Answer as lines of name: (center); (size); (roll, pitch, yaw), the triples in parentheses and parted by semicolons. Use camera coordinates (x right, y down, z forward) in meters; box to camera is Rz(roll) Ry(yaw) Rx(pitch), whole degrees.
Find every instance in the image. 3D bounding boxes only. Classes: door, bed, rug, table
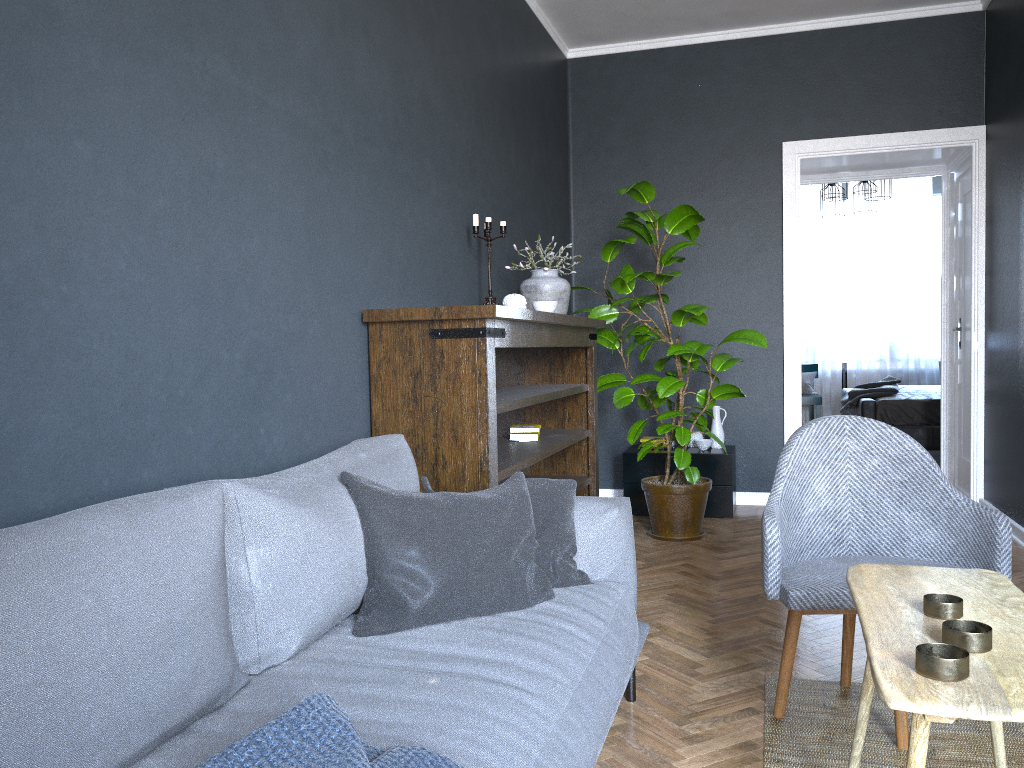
door: (2.988, -0.355, 5.732); (0.162, 2.189, 0.856); (0, 3, 16)
bed: (4.126, 0.055, 7.789); (2.375, 1.163, 2.263); (-1, 3, 16)
rug: (0.986, 0.946, 1.647); (1.003, 0.013, 2.009); (-1, 2, 16)
rug: (3.637, 0.642, 7.933); (1.458, 0.013, 2.043); (-1, 2, 16)
table: (0.777, 0.681, 1.550); (0.339, 0.550, 0.787); (0, 3, 16)

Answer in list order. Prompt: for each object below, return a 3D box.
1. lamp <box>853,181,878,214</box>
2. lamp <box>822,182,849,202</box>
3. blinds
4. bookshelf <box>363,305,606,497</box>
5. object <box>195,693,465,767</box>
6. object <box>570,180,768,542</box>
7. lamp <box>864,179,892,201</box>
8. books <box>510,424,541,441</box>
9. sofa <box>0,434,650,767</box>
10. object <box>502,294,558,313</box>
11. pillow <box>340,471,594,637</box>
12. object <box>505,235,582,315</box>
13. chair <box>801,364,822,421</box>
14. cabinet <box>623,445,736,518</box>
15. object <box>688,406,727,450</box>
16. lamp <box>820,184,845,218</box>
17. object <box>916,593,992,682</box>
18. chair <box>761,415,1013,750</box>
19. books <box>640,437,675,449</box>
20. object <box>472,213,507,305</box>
lamp: (3.353, -2.002, 8.419); (0.210, 0.747, 0.210); (0, 4, 30)
lamp: (2.857, -1.990, 7.837); (0.210, 0.714, 0.210); (0, 4, 30)
blinds: (3.747, -0.835, 9.794); (3.992, 2.791, 0.312); (-1, 3, 16)
bookshelf: (0.015, 0.301, 3.749); (0.451, 1.173, 1.917); (0, 3, 16)
object: (-0.208, 0.622, 1.014); (0.490, 0.329, 0.666); (0, 3, 21)
object: (0.774, -0.116, 4.821); (1.118, 1.900, 0.763); (-1, 3, 10)
lamp: (3.081, -1.948, 7.472); (0.210, 0.770, 0.210); (0, 4, 30)
books: (0.083, 0.248, 4.099); (0.174, 0.113, 0.196); (-1, 2, 5)
sofa: (-0.342, 0.576, 1.652); (0.970, 0.799, 2.338); (-1, 2, 16)
object: (0.080, -0.345, 3.895); (0.255, 0.104, 0.118); (-2, 3, -18)
pillow: (-0.120, 0.370, 2.223); (0.442, 0.362, 0.797); (0, 3, 34)
object: (0.152, -0.513, 4.214); (0.385, 0.412, 0.275); (-2, 3, -6)
chair: (3.121, 0.188, 9.610); (0.435, 0.799, 0.592); (0, 3, 16)
cabinet: (1.053, 0.599, 5.535); (0.650, 0.390, 0.456); (-1, 3, 16)
object: (1.180, 0.268, 5.512); (0.228, 0.268, 0.228); (-4, 4, -40)
lamp: (2.970, -1.956, 8.212); (0.210, 0.805, 0.210); (0, 4, 30)
object: (0.707, 0.397, 1.413); (0.103, 0.033, 0.368); (0, 3, 27)
chair: (0.980, 0.507, 2.451); (0.645, 0.812, 0.494); (-2, 3, -6)
books: (0.921, 0.372, 5.594); (0.215, 0.066, 0.162); (-1, 2, 12)
object: (-0.109, -0.503, 3.779); (0.129, 0.438, 0.145); (-4, 4, -38)
